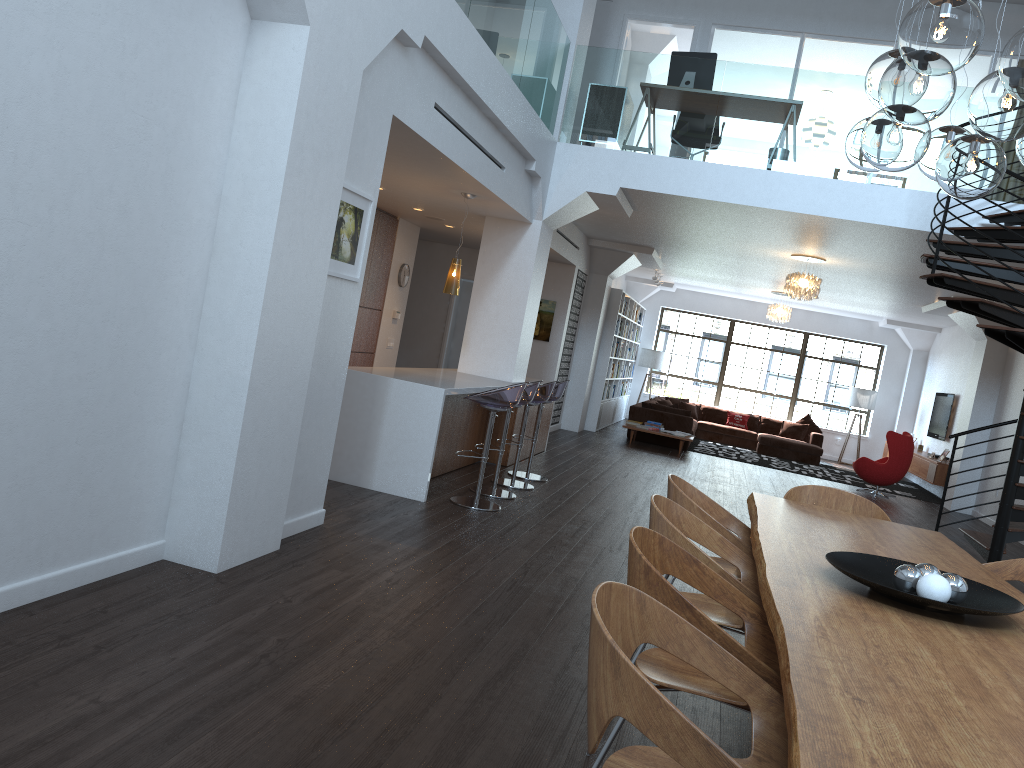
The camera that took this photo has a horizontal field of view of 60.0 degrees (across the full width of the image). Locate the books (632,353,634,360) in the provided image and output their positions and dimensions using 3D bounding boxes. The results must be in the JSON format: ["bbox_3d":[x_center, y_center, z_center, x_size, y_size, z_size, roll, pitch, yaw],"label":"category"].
[{"bbox_3d":[2.455,-0.632,18.575,0.174,0.236,0.142,11,3,13],"label":"books"}]

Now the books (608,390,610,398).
[{"bbox_3d":[1.660,0.133,15.886,0.174,0.236,0.142,11,3,13],"label":"books"}]

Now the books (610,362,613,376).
[{"bbox_3d":[1.667,-0.264,15.601,0.176,0.290,0.053,11,3,13],"label":"books"}]

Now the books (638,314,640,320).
[{"bbox_3d":[2.521,-1.377,18.256,0.183,0.253,0.042,11,3,13],"label":"books"}]

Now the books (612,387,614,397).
[{"bbox_3d":[1.820,0.149,16.536,0.139,0.191,0.036,11,3,13],"label":"books"}]

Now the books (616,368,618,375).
[{"bbox_3d":[1.844,-0.250,16.299,0.183,0.253,0.034,11,3,13],"label":"books"}]

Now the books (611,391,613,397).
[{"bbox_3d":[1.804,0.164,16.431,0.107,0.167,0.017,11,3,13],"label":"books"}]

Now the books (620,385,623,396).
[{"bbox_3d":[2.096,0.107,17.654,0.183,0.253,0.034,11,3,13],"label":"books"}]

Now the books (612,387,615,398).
[{"bbox_3d":[1.838,0.144,16.593,0.146,0.202,0.027,11,3,13],"label":"books"}]

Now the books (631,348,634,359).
[{"bbox_3d":[2.412,-0.643,18.404,0.180,0.259,0.042,11,3,13],"label":"books"}]

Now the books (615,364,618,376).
[{"bbox_3d":[1.825,-0.269,16.224,0.176,0.290,0.053,11,3,13],"label":"books"}]

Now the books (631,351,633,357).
[{"bbox_3d":[2.397,-0.635,18.326,0.171,0.246,0.039,11,3,13],"label":"books"}]

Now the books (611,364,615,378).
[{"bbox_3d":[1.716,-0.247,15.804,0.183,0.253,0.034,11,3,13],"label":"books"}]

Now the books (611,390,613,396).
[{"bbox_3d":[1.798,0.167,16.407,0.106,0.162,0.032,11,3,13],"label":"books"}]

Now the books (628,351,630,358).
[{"bbox_3d":[2.292,-0.586,17.823,0.120,0.167,0.020,11,3,13],"label":"books"}]

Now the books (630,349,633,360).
[{"bbox_3d":[2.359,-0.629,18.144,0.174,0.240,0.054,11,3,13],"label":"books"}]

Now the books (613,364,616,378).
[{"bbox_3d":[1.760,-0.248,15.968,0.183,0.253,0.034,11,3,13],"label":"books"}]

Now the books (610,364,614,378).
[{"bbox_3d":[1.699,-0.242,15.724,0.171,0.246,0.057,11,3,13],"label":"books"}]

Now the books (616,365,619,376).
[{"bbox_3d":[1.863,-0.247,16.420,0.174,0.240,0.045,11,3,13],"label":"books"}]

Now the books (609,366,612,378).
[{"bbox_3d":[1.647,-0.241,15.521,0.171,0.246,0.057,11,3,13],"label":"books"}]

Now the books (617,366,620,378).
[{"bbox_3d":[1.913,-0.256,16.634,0.183,0.253,0.034,11,3,13],"label":"books"}]

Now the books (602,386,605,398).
[{"bbox_3d":[1.460,0.141,15.026,0.174,0.240,0.054,11,3,13],"label":"books"}]

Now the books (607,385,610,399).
[{"bbox_3d":[1.641,0.125,15.798,0.183,0.253,0.042,11,3,13],"label":"books"}]

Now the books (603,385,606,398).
[{"bbox_3d":[1.498,0.131,15.217,0.180,0.251,0.048,11,3,13],"label":"books"}]

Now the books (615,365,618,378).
[{"bbox_3d":[1.833,-0.251,16.267,0.183,0.253,0.034,11,3,13],"label":"books"}]

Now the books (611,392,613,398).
[{"bbox_3d":[1.807,0.159,16.481,0.126,0.173,0.032,11,3,13],"label":"books"}]

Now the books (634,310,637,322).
[{"bbox_3d":[2.379,-1.364,17.629,0.171,0.246,0.057,11,3,13],"label":"books"}]

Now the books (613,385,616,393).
[{"bbox_3d":[1.872,0.126,16.756,0.140,0.231,0.042,11,3,13],"label":"books"}]

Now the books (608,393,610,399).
[{"bbox_3d":[1.678,0.148,15.940,0.161,0.207,0.135,11,3,13],"label":"books"}]

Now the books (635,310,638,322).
[{"bbox_3d":[2.396,-1.368,17.709,0.183,0.253,0.034,11,3,13],"label":"books"}]

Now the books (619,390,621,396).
[{"bbox_3d":[2.064,0.110,17.516,0.160,0.250,0.026,11,3,13],"label":"books"}]

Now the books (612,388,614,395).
[{"bbox_3d":[1.814,0.156,16.507,0.128,0.178,0.021,11,3,13],"label":"books"}]

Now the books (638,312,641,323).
[{"bbox_3d":[2.552,-1.378,18.384,0.183,0.253,0.042,11,3,13],"label":"books"}]

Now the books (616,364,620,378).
[{"bbox_3d":[1.884,-0.252,16.455,0.183,0.253,0.034,11,3,13],"label":"books"}]

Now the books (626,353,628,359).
[{"bbox_3d":[2.224,-0.582,17.513,0.107,0.167,0.016,11,3,13],"label":"books"}]

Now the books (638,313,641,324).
[{"bbox_3d":[2.566,-1.378,18.425,0.183,0.253,0.042,11,3,13],"label":"books"}]

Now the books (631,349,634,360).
[{"bbox_3d":[2.437,-0.640,18.486,0.183,0.253,0.042,11,3,13],"label":"books"}]

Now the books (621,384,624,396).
[{"bbox_3d":[2.135,0.106,17.810,0.183,0.253,0.034,11,3,13],"label":"books"}]

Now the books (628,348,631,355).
[{"bbox_3d":[2.308,-0.621,17.907,0.140,0.231,0.042,11,3,13],"label":"books"}]

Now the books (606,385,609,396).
[{"bbox_3d":[1.582,0.125,15.567,0.183,0.253,0.042,11,3,13],"label":"books"}]

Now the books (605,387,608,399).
[{"bbox_3d":[1.579,0.153,15.530,0.161,0.223,0.030,11,3,13],"label":"books"}]

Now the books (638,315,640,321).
[{"bbox_3d":[2.531,-1.377,18.299,0.183,0.253,0.042,11,3,13],"label":"books"}]

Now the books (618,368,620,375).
[{"bbox_3d":[1.938,-0.240,16.705,0.161,0.223,0.026,11,3,13],"label":"books"}]

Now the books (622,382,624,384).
[{"bbox_3d":[2.138,0.085,17.845,0.176,0.290,0.036,11,3,13],"label":"books"}]

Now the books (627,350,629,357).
[{"bbox_3d":[2.230,-0.597,17.588,0.139,0.191,0.036,11,3,13],"label":"books"}]

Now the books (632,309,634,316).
[{"bbox_3d":[2.246,-1.345,17.069,0.161,0.223,0.032,11,3,13],"label":"books"}]

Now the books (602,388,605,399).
[{"bbox_3d":[1.481,0.149,15.099,0.161,0.223,0.032,11,3,13],"label":"books"}]

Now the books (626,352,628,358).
[{"bbox_3d":[2.206,-0.582,17.467,0.120,0.167,0.019,11,3,13],"label":"books"}]

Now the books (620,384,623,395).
[{"bbox_3d":[2.084,0.106,17.622,0.183,0.253,0.034,11,3,13],"label":"books"}]

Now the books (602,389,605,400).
[{"bbox_3d":[1.478,0.131,15.137,0.183,0.253,0.042,11,3,13],"label":"books"}]

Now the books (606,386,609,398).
[{"bbox_3d":[1.602,0.130,15.637,0.171,0.246,0.039,11,3,13],"label":"books"}]

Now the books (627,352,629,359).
[{"bbox_3d":[2.254,-0.591,17.680,0.128,0.178,0.022,11,3,13],"label":"books"}]

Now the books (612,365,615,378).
[{"bbox_3d":[1.728,-0.246,15.836,0.183,0.253,0.034,11,3,13],"label":"books"}]

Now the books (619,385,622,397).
[{"bbox_3d":[2.070,0.124,17.541,0.161,0.223,0.026,11,3,13],"label":"books"}]

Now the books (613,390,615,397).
[{"bbox_3d":[1.853,0.142,16.674,0.146,0.202,0.027,11,3,13],"label":"books"}]

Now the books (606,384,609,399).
[{"bbox_3d":[1.616,0.122,15.715,0.180,0.259,0.042,11,3,13],"label":"books"}]
